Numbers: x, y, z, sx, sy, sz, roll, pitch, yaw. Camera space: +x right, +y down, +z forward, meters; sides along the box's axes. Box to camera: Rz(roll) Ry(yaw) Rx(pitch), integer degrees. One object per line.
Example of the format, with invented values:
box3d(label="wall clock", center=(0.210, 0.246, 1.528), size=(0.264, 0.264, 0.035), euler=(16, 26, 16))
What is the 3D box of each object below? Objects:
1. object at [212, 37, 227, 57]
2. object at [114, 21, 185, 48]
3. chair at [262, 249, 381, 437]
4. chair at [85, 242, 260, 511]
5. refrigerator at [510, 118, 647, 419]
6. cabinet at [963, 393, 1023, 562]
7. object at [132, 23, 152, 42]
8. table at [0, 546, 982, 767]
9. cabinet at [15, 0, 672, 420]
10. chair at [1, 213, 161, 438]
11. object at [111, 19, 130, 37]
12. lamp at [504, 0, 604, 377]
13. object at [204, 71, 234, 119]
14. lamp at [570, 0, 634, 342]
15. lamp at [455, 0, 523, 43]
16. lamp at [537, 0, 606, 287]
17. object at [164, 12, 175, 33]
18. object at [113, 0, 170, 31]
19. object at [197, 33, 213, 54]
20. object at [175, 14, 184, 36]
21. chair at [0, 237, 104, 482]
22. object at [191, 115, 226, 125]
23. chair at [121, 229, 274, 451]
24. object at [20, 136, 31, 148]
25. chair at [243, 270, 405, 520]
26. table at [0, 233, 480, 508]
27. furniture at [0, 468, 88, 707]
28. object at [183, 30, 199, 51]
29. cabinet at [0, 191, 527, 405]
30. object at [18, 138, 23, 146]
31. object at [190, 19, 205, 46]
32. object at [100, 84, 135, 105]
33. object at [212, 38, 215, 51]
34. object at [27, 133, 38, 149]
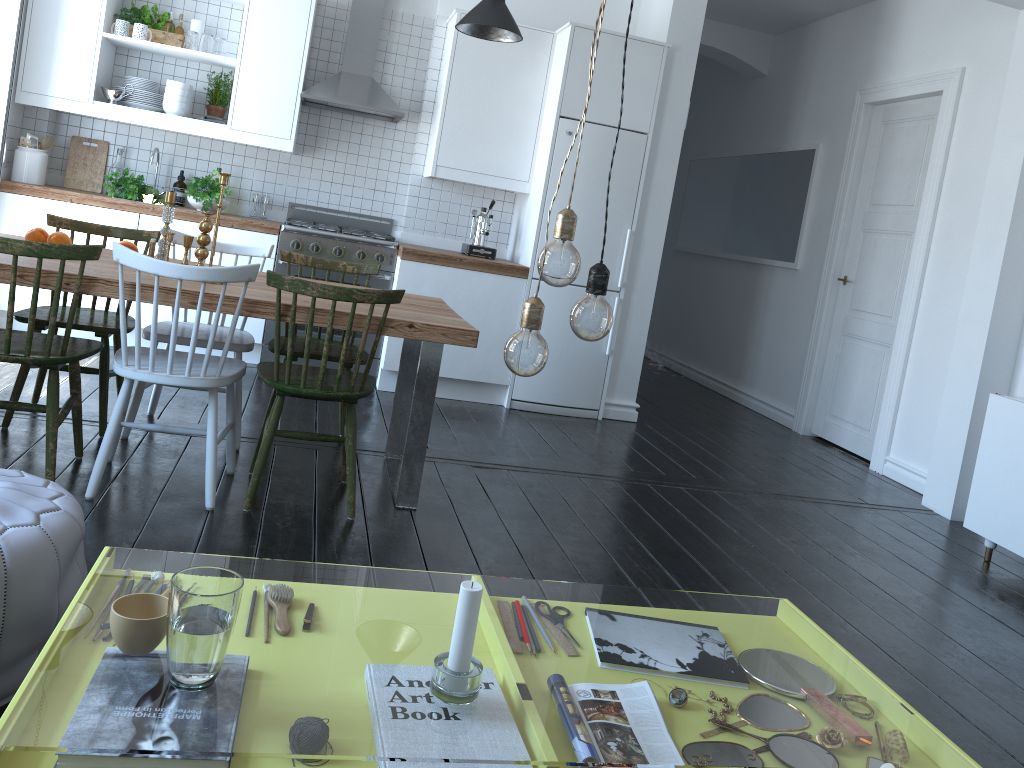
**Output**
box3d(label="object", center=(-1.792, -2.062, 5.405), size=(0.085, 0.118, 0.087), euler=(4, 8, -44))
box3d(label="object", center=(-2.239, -2.139, 5.455), size=(0.391, 0.102, 0.155), euler=(7, 8, -13))
box3d(label="chair", center=(-0.860, -0.144, 3.909), size=(0.465, 0.821, 0.492), euler=(8, 5, -15))
box3d(label="chair", center=(-1.157, -0.048, 3.039), size=(0.464, 0.836, 0.517), euler=(9, 5, -14))
box3d(label="refrigerator", center=(0.353, -0.754, 5.715), size=(0.574, 1.788, 0.690), euler=(9, 4, -14))
box3d(label="cabinet", center=(2.430, 0.552, 3.400), size=(0.587, 0.728, 1.220), euler=(8, 8, -14))
box3d(label="object", center=(-2.219, -2.103, 5.284), size=(0.108, 0.099, 0.084), euler=(7, 7, -24))
box3d(label="table", center=(-0.041, 0.641, 1.490), size=(1.395, 0.396, 0.610), euler=(7, 8, -13))
box3d(label="cabinet", center=(-1.113, -1.256, 5.507), size=(3.778, 2.354, 0.788), euler=(8, 4, -9))
box3d(label="chair", center=(-1.792, -0.260, 3.671), size=(0.465, 0.820, 0.492), euler=(8, 5, -15))
box3d(label="object", center=(-2.341, -2.122, 5.272), size=(0.082, 0.099, 0.110), euler=(4, 9, -44))
box3d(label="lamp", center=(0.143, -0.745, 1.432), size=(0.074, 1.486, 0.089), euler=(10, 3, 10))
box3d(label="object", center=(-1.858, -1.822, 5.595), size=(0.167, 0.363, 0.171), euler=(12, 5, 23))
box3d(label="lamp", center=(0.249, -0.806, 1.463), size=(0.087, 1.486, 0.074), euler=(12, 4, 38))
box3d(label="lamp", center=(-0.050, -2.403, 4.861), size=(0.384, 0.932, 0.390), euler=(9, 4, -5))
box3d(label="lamp", center=(0.198, -0.896, 1.455), size=(0.075, 1.486, 0.074), euler=(12, 4, 33))
box3d(label="object", center=(-2.124, -2.193, 5.462), size=(0.059, 0.223, 0.061), euler=(7, 4, -31))
box3d(label="object", center=(-2.297, -2.233, 5.434), size=(0.345, 0.252, 0.166), euler=(6, 6, -23))
box3d(label="object", center=(-1.855, -2.060, 5.335), size=(0.086, 0.118, 0.087), euler=(11, 6, 9))
box3d(label="object", center=(-2.084, -2.200, 5.515), size=(0.056, 0.232, 0.056), euler=(9, 4, -11))
box3d(label="chair", center=(-1.635, -0.104, 2.946), size=(0.465, 0.821, 0.492), euler=(8, 5, -15))
box3d(label="object", center=(-1.867, -1.638, 5.472), size=(0.244, 0.042, 0.282), euler=(6, 10, -21))
box3d(label="chair", center=(-1.335, -0.216, 3.814), size=(0.464, 0.836, 0.517), euler=(9, 5, -14))
box3d(label="object", center=(-2.870, -1.317, 5.159), size=(0.054, 0.261, 0.151), euler=(7, 6, -39))
box3d(label="chair", center=(-0.703, 0.012, 3.184), size=(0.465, 0.820, 0.492), euler=(8, 5, -15))
box3d(label="table", center=(-1.353, -0.082, 3.399), size=(2.218, 0.710, 1.034), euler=(7, 8, -13))
box3d(label="furniture", center=(-1.216, 0.404, 1.823), size=(0.607, 0.416, 0.626), euler=(7, 8, -19))
box3d(label="object", center=(-1.940, -2.074, 5.331), size=(0.086, 0.118, 0.087), euler=(11, 6, 9))
box3d(label="cabinet", center=(-1.556, -0.541, 5.508), size=(3.177, 0.809, 0.738), euler=(9, 6, -5))
box3d(label="object", center=(-2.870, -1.316, 5.184), size=(0.118, 0.249, 0.061), euler=(11, 4, 16))
box3d(label="object", center=(-1.986, -2.168, 5.531), size=(0.085, 0.220, 0.086), euler=(9, 4, -7))
box3d(label="object", center=(-2.359, -1.730, 5.248), size=(0.210, 0.134, 0.103), euler=(10, 6, -1))
box3d(label="object", center=(-1.875, -2.079, 5.423), size=(0.085, 0.118, 0.087), euler=(4, 8, -44))
box3d(label="object", center=(-2.841, -1.335, 5.204), size=(0.064, 0.288, 0.143), euler=(7, 5, -40))
